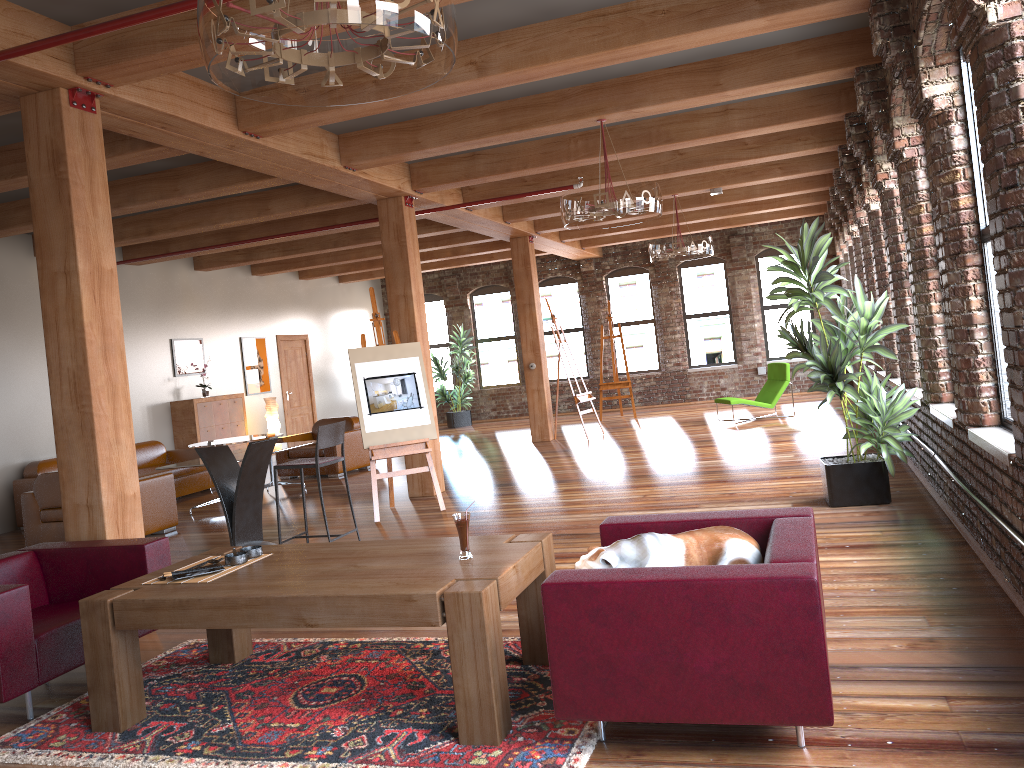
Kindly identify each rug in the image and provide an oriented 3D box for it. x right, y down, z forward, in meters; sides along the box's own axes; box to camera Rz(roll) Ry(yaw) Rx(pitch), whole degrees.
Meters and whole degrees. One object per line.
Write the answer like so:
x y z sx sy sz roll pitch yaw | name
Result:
-0.775 1.312 3.736 2.458 0.009 1.346 -6 2 18 | rug

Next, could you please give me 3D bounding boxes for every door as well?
-3.849 0.185 15.733 0.226 2.121 1.031 -6 0 18 | door

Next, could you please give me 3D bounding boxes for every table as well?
-2.125 0.897 6.986 0.720 0.925 0.723 -6 0 43 | table
-3.021 1.066 10.135 0.938 0.560 1.874 -6 2 18 | table
-0.759 1.037 3.732 1.747 0.550 0.902 -6 1 18 | table

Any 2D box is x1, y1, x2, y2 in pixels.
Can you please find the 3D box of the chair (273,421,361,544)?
-1.489 0.802 6.683 0.466 0.982 0.430 -6 0 18 | chair

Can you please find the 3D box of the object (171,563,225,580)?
-1.351 0.811 3.803 0.213 0.018 0.154 -7 2 -27 | object

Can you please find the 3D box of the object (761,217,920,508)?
2.474 -0.189 6.534 0.964 2.104 1.082 -6 0 31 | object

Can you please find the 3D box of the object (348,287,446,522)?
-1.134 0.126 8.300 0.703 2.142 0.683 -6 -1 -22 | object

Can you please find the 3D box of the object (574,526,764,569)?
0.577 0.700 3.353 0.755 0.297 0.364 -7 1 -10 | object

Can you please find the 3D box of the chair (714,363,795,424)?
3.561 0.126 13.126 0.956 0.797 0.680 -6 0 -7 | chair

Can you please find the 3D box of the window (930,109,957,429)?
2.739 -0.880 5.655 0.235 2.216 0.969 -6 0 18 | window

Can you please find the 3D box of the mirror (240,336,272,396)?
-4.205 -0.303 14.571 0.025 0.953 0.695 -6 0 18 | mirror

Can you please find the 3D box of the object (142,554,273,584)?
-1.335 0.816 3.920 0.352 0.001 0.470 -6 2 18 | object

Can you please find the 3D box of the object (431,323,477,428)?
-1.208 -0.175 18.196 1.080 2.104 0.966 -6 0 -4 | object

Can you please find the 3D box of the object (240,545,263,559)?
-1.194 0.772 4.057 0.098 0.043 0.099 -5 2 44 | object

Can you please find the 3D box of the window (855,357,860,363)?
5.457 -1.458 14.025 0.231 2.216 0.969 -6 0 18 | window

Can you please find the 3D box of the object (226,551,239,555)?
-1.293 0.793 4.106 0.059 0.021 0.018 -7 1 -30 | object

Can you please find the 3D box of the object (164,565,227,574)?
-1.362 0.799 3.822 0.270 0.008 0.007 -7 1 -8 | object

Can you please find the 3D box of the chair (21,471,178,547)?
-3.916 1.134 8.436 1.062 0.736 0.832 -6 1 18 | chair

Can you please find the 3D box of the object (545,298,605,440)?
0.832 -0.255 13.252 0.683 2.142 0.663 -7 -1 28 | object

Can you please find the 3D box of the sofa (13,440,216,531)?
-4.693 1.141 10.787 0.950 0.735 2.417 -6 2 18 | sofa

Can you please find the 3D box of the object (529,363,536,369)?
0.302 -0.265 13.223 0.095 0.095 0.061 -6 0 18 | object

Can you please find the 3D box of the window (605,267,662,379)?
2.419 -1.243 17.755 0.967 2.229 0.221 -6 -1 18 | window

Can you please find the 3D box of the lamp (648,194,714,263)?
2.100 -1.985 11.180 0.811 0.815 0.807 -7 1 -36 | lamp

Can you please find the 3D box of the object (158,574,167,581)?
-1.484 0.825 3.766 0.018 0.021 0.059 -6 2 5 | object

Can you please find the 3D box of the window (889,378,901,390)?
3.644 -1.073 8.446 0.232 2.216 0.969 -6 0 18 | window

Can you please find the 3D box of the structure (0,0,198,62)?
-4.264 -1.424 4.836 6.798 0.112 0.051 -6 0 18 | structure

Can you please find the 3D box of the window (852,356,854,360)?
5.918 -1.556 15.445 0.232 2.216 0.969 -6 0 18 | window

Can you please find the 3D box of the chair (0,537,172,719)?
-2.338 1.168 4.269 0.864 0.593 1.073 -6 1 18 | chair

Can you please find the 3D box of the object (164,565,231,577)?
-1.347 0.798 3.797 0.270 0.008 0.007 -7 1 -16 | object

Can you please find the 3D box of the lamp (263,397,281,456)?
-3.694 0.743 13.799 0.271 1.114 0.260 -6 -1 -27 | lamp

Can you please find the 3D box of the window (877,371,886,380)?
4.100 -1.169 9.841 0.236 2.216 0.969 -6 0 18 | window

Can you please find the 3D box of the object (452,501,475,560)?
-0.191 0.587 3.561 0.076 0.232 0.094 -6 -1 -39 | object

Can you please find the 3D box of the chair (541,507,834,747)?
0.693 0.869 3.252 0.864 0.593 1.073 -6 1 18 | chair

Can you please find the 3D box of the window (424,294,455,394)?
-1.747 -0.863 19.190 0.967 2.170 0.086 -6 -1 18 | window

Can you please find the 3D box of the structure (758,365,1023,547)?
4.166 0.125 10.056 1.632 0.313 13.724 -6 2 11 | structure

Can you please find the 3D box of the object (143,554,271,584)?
-1.336 0.816 3.920 0.331 0.003 0.471 -6 2 18 | object

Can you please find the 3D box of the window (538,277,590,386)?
1.034 -1.106 18.209 0.967 2.229 0.221 -6 -1 18 | window

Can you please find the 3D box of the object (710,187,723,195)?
2.552 -2.411 11.064 0.145 0.072 0.147 -6 1 18 | object

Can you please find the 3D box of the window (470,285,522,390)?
-0.337 -1.002 18.728 0.967 2.170 0.086 -6 -1 18 | window

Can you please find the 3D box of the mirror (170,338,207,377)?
-4.739 -0.395 12.998 0.025 0.548 0.695 -6 1 18 | mirror

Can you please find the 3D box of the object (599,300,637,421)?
1.827 -0.453 15.928 0.661 2.142 0.685 -6 0 13 | object

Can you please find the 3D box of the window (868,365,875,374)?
4.550 -1.265 11.237 0.230 2.216 0.969 -6 0 18 | window

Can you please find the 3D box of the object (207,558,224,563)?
-1.340 0.796 4.026 0.045 0.030 0.153 -6 2 3 | object

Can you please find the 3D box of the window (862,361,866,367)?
5.004 -1.361 12.628 0.233 2.216 0.969 -6 0 18 | window

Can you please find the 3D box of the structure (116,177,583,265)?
-2.465 -1.806 10.371 6.798 0.112 0.051 -6 0 18 | structure

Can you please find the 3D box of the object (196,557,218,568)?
-1.393 0.814 4.009 0.007 0.008 0.270 -6 2 8 | object

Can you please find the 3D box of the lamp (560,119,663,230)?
0.757 -1.699 7.046 0.811 0.815 0.808 -7 1 -29 | lamp

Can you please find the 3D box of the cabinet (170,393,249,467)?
-4.388 0.794 13.005 0.418 1.209 1.188 -6 0 18 | cabinet

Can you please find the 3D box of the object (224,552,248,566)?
-1.227 0.780 3.945 0.099 0.043 0.098 -7 2 -34 | object

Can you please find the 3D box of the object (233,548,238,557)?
-1.221 0.753 3.916 0.045 0.080 0.137 -6 1 -16 | object

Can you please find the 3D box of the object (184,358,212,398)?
-4.525 -0.094 12.914 0.370 0.589 0.298 -6 0 13 | object

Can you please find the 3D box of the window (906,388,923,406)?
3.192 -0.976 7.050 0.235 2.216 0.969 -6 0 18 | window

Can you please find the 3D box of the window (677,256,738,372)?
3.810 -1.385 17.301 0.967 2.219 0.219 -6 -1 18 | window

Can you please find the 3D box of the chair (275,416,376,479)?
-2.566 0.861 12.158 1.061 0.736 0.832 -6 1 28 | chair

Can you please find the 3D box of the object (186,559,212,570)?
-1.422 0.818 3.979 0.007 0.008 0.270 -6 2 14 | object

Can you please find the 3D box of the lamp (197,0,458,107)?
-0.610 -1.408 2.837 0.811 0.815 0.807 -7 1 -31 | lamp

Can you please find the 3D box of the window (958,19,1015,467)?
2.286 -0.784 4.261 0.235 2.216 0.969 -6 0 18 | window

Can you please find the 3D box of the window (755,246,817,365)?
5.214 -1.524 16.841 0.967 2.219 0.219 -6 -1 18 | window
